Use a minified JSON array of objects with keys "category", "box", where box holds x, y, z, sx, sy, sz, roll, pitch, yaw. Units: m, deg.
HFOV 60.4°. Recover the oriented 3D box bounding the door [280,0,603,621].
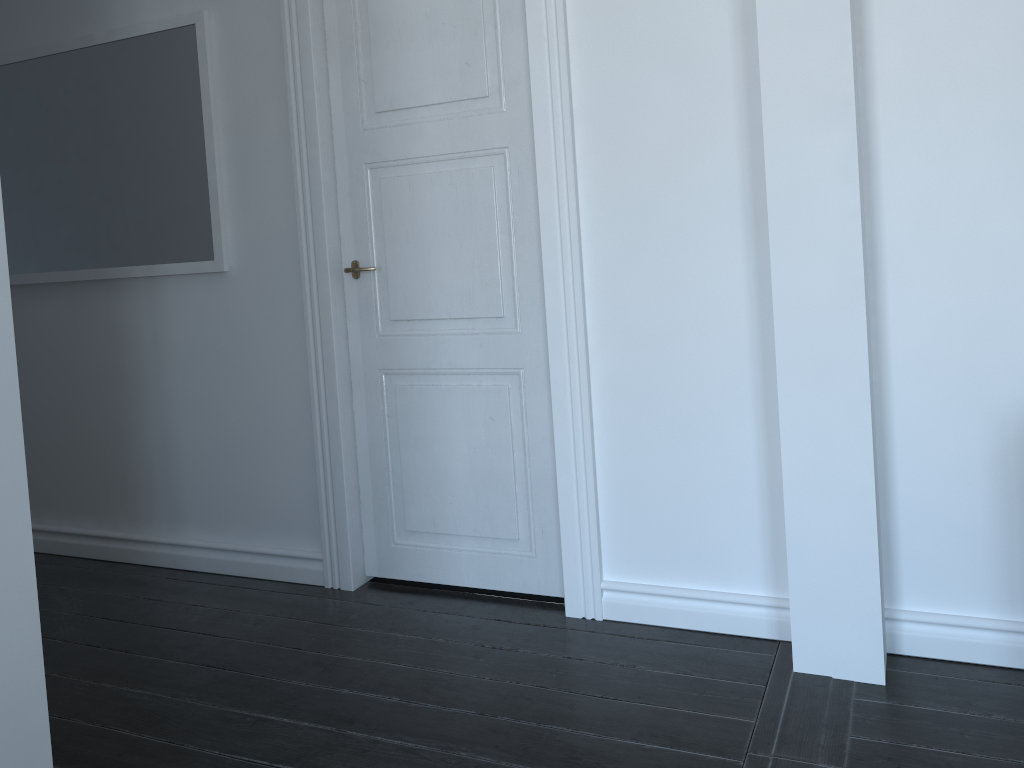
[{"category":"door","box":[-0.255,-0.508,2.932,1.039,2.461,0.117,-2,3,24]}]
